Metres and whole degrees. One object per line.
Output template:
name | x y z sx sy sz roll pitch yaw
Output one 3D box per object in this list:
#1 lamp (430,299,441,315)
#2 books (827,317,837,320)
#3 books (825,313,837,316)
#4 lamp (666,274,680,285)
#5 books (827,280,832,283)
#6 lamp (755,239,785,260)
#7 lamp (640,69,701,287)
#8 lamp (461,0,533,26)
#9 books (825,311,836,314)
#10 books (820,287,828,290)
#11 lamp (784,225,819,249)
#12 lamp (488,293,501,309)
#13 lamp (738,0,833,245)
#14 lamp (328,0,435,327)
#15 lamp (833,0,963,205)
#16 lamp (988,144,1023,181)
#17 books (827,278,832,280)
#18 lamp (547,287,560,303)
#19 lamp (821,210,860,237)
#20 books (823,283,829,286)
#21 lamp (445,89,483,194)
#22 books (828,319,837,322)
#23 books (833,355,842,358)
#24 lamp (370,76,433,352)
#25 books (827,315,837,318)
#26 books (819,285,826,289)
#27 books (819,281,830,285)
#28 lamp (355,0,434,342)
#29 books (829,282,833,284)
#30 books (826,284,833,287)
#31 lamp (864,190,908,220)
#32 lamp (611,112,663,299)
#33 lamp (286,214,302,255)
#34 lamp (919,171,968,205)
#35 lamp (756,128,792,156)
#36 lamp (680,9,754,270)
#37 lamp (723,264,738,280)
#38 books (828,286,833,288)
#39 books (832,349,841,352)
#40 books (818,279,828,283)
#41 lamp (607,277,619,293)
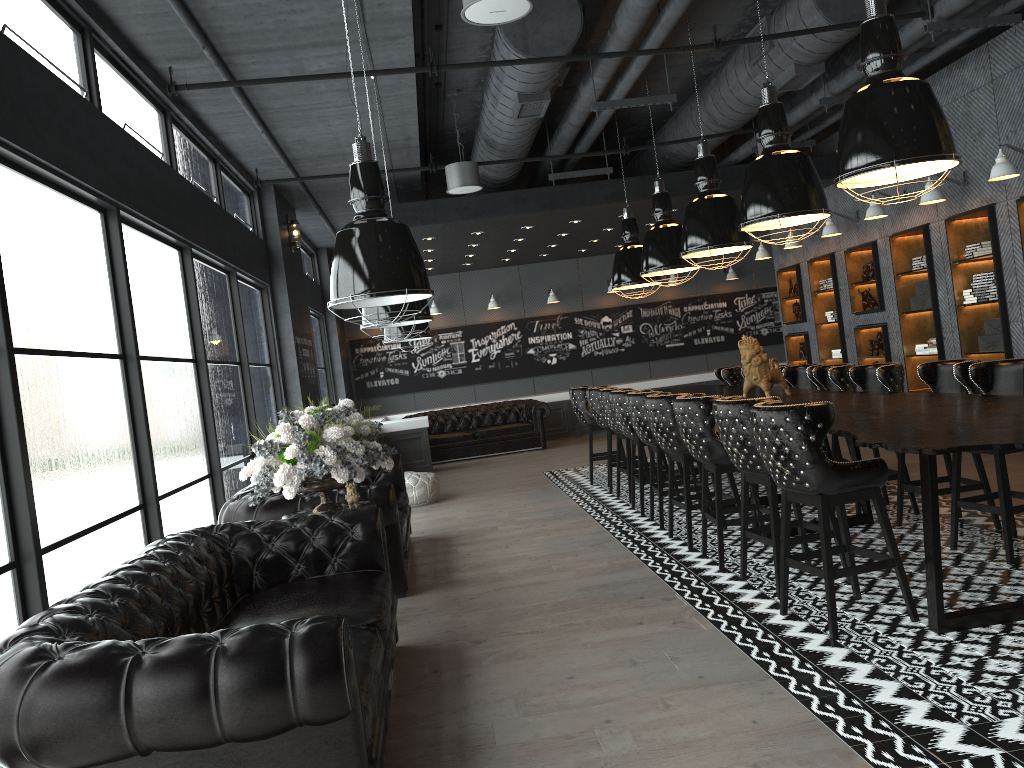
lamp | -1.395 -1.420 16.257 0.243 0.287 0.490 -7 1 11
books | 4.399 -0.894 11.946 0.245 0.028 0.193 -7 1 4
books | 4.396 -0.952 12.006 0.245 0.028 0.193 -7 1 -2
lamp | 3.028 -2.005 16.658 0.243 0.287 0.490 -7 1 11
books | 4.382 -1.395 11.872 0.194 0.028 0.245 -8 1 -25
lamp | 3.803 -2.004 13.044 0.489 0.287 0.244 -7 1 11
lamp | 1.473 -2.139 8.967 0.621 2.302 0.622 -7 1 40
lamp | -0.145 -2.456 4.642 0.382 1.030 0.380 -8 1 -16
books | 4.404 -0.981 12.007 0.245 0.028 0.193 -8 1 -12
books | 4.365 -1.314 12.159 0.193 0.028 0.245 -7 1 -1
lamp | 3.900 -2.004 11.964 0.489 0.287 0.244 -7 1 11
lamp | -0.325 -1.533 16.354 0.243 0.287 0.490 -7 1 11
lamp | 1.737 -2.108 6.059 0.621 2.302 0.622 -7 1 40
lamp | -0.605 -1.283 3.234 0.390 2.153 0.391 -7 1 40
lamp | 1.869 -2.093 4.605 0.621 2.302 0.622 -7 1 40
lamp | 4.306 -1.919 7.553 0.489 0.287 0.244 -7 1 11
books | 4.379 -1.423 11.870 0.194 0.028 0.245 -8 2 -33
lamp | 0.766 -1.650 16.453 0.243 0.287 0.490 -7 1 11
lamp | 4.007 -1.974 10.815 0.489 0.287 0.244 -7 1 11
books | 4.397 -1.375 12.162 0.193 0.028 0.245 -7 1 2
lamp | -0.556 -2.512 9.153 0.382 1.045 0.380 -8 1 -37
books | 4.430 -0.870 11.989 0.245 0.028 0.193 -8 1 -9
books | 4.498 -0.385 12.011 0.180 0.034 0.243 -8 2 -36
lamp | -0.937 -1.325 6.882 0.390 2.161 0.391 -7 1 40
books | 4.413 -0.925 11.987 0.245 0.028 0.193 -8 1 -5
books | 4.350 -1.341 12.178 0.193 0.028 0.245 -7 1 7
books | 4.354 -1.398 12.158 0.193 0.028 0.245 -7 1 0
lamp | -0.740 -1.302 4.714 0.390 2.161 0.391 -7 1 40
books | 4.420 -1.372 11.892 0.193 0.028 0.245 -8 1 -23
books | 4.371 -1.337 11.885 0.193 0.028 0.245 -8 1 -18
lamp | 4.103 -1.987 9.723 0.489 0.287 0.244 -7 1 11
lamp | 1.341 -2.155 10.421 0.621 2.302 0.622 -7 1 40
lamp | -2.631 -1.820 10.771 0.139 0.480 0.145 -8 1 -5
lamp | 4.207 -1.932 8.637 0.489 0.287 0.244 -7 1 11
lamp | 2.747 -2.950 9.453 0.380 1.045 0.382 -7 1 21
lamp | 1.605 -2.124 7.513 0.621 2.302 0.622 -7 1 40
lamp | 4.139 -2.116 16.759 0.243 0.287 0.490 -7 1 11
books | 4.393 -1.311 11.873 0.194 0.028 0.245 -8 1 -26
books | 4.482 -0.463 12.021 0.225 0.029 0.179 -8 1 -22
books | 4.350 -1.426 12.156 0.193 0.028 0.245 -8 1 -8
lamp | 1.888 -1.854 16.555 0.243 0.287 0.490 -7 1 11
